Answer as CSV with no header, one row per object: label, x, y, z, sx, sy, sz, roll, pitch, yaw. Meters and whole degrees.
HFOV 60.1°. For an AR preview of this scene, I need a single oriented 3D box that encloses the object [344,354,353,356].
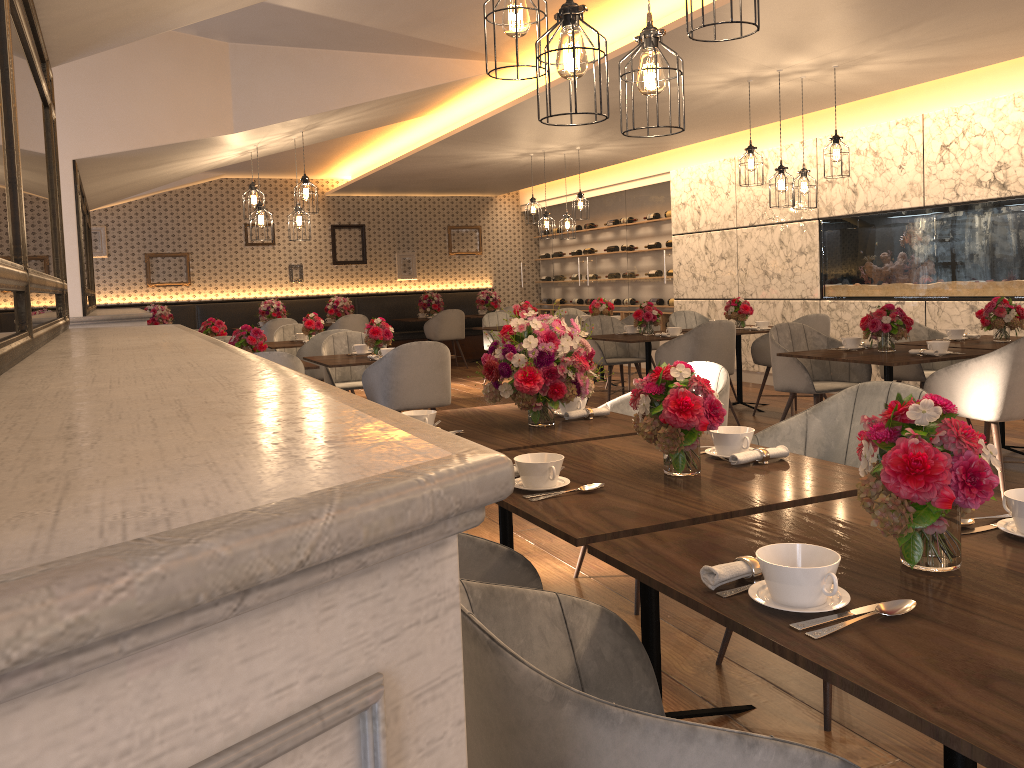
object,-1.235,-0.223,6.662,0.043,0.015,0.198,-6,7,-28

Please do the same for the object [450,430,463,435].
object,-0.251,0.170,2.918,0.197,0.015,0.043,-6,7,-28

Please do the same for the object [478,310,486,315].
object,-0.472,-1.140,14.095,0.148,0.072,0.149,0,6,18

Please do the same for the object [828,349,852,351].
object,2.023,-0.214,5.462,0.043,0.015,0.198,-6,7,-28

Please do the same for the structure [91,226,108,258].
structure,-5.828,-1.980,12.324,0.340,0.438,0.035,-4,4,-24

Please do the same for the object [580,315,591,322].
object,0.879,-0.779,10.503,0.148,0.072,0.149,3,8,43

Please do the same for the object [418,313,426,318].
object,-1.384,-1.057,13.686,0.148,0.072,0.149,0,6,23

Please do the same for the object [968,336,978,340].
object,3.031,-0.312,5.924,0.025,0.024,0.193,-4,7,-24

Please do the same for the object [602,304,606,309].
object,1.038,-0.891,10.150,0.048,0.052,0.076,-7,7,-44

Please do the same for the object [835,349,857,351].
object,2.058,-0.211,5.470,0.022,0.004,0.211,-5,7,-24

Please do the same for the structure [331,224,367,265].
structure,-2.544,-2.172,13.809,0.545,0.630,0.035,-4,4,-24

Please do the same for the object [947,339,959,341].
object,2.860,-0.291,5.837,0.043,0.015,0.198,-6,7,-28

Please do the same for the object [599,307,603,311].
object,1.013,-0.860,10.153,0.049,0.052,0.078,-3,6,-14

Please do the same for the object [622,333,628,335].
object,0.966,-0.443,7.807,0.043,0.015,0.198,-6,7,-28

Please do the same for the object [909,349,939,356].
object,2.297,-0.176,4.938,0.056,0.039,0.176,-5,7,-24

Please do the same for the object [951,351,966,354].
object,2.496,-0.185,5.049,0.043,0.015,0.198,-6,7,-28

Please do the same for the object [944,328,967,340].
object,2.954,-0.330,5.899,0.148,0.072,0.149,0,6,18

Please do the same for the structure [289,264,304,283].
structure,-3.288,-1.685,13.492,0.216,0.276,0.018,-4,4,-24

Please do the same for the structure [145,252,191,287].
structure,-4.945,-1.644,12.736,0.602,0.484,0.032,-5,4,-24

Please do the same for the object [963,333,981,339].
object,3.058,-0.323,5.947,0.056,0.039,0.176,-5,7,-24

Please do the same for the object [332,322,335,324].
object,-2.506,-0.860,12.517,0.056,0.039,0.176,-5,7,-24

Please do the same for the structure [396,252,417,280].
structure,-1.689,-1.888,14.198,0.340,0.438,0.035,-4,4,-24

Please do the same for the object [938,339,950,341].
object,2.895,-0.287,5.845,0.022,0.004,0.211,-5,7,-24

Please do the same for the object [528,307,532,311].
object,0.182,-0.825,9.800,0.077,0.052,0.046,1,6,28

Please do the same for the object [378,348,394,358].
object,-0.858,-0.212,6.184,0.148,0.072,0.149,2,7,33

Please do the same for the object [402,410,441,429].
object,-0.316,0.133,3.011,0.148,0.072,0.149,0,6,18

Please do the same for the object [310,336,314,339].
object,-1.811,-0.418,8.299,0.148,0.072,0.149,2,7,33

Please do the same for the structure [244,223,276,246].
structure,-3.773,-2.236,13.253,0.449,0.344,0.016,-5,4,-24

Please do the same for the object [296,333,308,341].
object,-2.094,-0.469,8.839,0.148,0.072,0.149,2,7,33

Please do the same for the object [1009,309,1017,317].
object,3.113,-0.444,5.546,0.048,0.052,0.076,-7,7,-44

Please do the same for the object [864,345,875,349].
object,2.194,-0.236,5.549,0.025,0.024,0.193,-4,7,-24

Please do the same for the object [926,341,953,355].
object,2.400,-0.203,4.984,0.148,0.072,0.149,0,6,18

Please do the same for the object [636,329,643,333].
object,1.164,-0.475,7.917,0.056,0.039,0.176,-5,7,-24

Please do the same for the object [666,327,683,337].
object,1.343,-0.432,7.329,0.148,0.072,0.149,3,8,43

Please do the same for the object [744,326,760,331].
object,2.077,-0.482,7.658,0.056,0.039,0.176,-5,7,-24

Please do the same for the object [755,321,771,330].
object,2.180,-0.508,7.704,0.148,0.072,0.149,3,8,43

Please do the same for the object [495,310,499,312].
object,-0.189,-1.089,13.555,0.148,0.072,0.149,0,6,23

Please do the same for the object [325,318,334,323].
object,-2.686,-0.938,13.103,0.148,0.072,0.149,0,6,23

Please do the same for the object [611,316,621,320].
object,1.162,-0.728,9.963,0.148,0.072,0.149,3,8,43

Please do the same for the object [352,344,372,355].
object,-1.141,-0.263,6.724,0.148,0.072,0.149,2,7,33

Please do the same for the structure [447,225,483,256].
structure,-0.770,-2.366,14.594,0.602,0.484,0.032,-5,4,-24

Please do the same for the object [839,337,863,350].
object,2.117,-0.254,5.524,0.148,0.072,0.149,0,6,18

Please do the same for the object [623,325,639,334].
object,1.060,-0.483,7.869,0.148,0.072,0.149,3,8,43

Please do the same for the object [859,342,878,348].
object,2.221,-0.247,5.572,0.056,0.039,0.176,-5,7,-24

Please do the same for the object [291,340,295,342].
object,-2.188,-0.429,8.776,0.043,0.015,0.198,-6,7,-28

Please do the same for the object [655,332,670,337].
object,1.240,-0.405,7.283,0.056,0.039,0.176,-5,7,-24

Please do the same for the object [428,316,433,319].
object,-1.205,-0.979,13.101,0.056,0.039,0.176,-5,7,-24

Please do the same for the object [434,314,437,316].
object,-1.102,-1.006,13.146,0.148,0.072,0.149,0,6,18

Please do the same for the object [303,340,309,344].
object,-1.914,-0.392,8.253,0.056,0.039,0.176,-5,7,-24

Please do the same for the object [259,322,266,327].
object,-3.570,-0.857,12.707,0.148,0.072,0.149,0,6,23

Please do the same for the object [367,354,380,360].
object,-0.961,-0.185,6.138,0.056,0.039,0.176,-5,7,-24
